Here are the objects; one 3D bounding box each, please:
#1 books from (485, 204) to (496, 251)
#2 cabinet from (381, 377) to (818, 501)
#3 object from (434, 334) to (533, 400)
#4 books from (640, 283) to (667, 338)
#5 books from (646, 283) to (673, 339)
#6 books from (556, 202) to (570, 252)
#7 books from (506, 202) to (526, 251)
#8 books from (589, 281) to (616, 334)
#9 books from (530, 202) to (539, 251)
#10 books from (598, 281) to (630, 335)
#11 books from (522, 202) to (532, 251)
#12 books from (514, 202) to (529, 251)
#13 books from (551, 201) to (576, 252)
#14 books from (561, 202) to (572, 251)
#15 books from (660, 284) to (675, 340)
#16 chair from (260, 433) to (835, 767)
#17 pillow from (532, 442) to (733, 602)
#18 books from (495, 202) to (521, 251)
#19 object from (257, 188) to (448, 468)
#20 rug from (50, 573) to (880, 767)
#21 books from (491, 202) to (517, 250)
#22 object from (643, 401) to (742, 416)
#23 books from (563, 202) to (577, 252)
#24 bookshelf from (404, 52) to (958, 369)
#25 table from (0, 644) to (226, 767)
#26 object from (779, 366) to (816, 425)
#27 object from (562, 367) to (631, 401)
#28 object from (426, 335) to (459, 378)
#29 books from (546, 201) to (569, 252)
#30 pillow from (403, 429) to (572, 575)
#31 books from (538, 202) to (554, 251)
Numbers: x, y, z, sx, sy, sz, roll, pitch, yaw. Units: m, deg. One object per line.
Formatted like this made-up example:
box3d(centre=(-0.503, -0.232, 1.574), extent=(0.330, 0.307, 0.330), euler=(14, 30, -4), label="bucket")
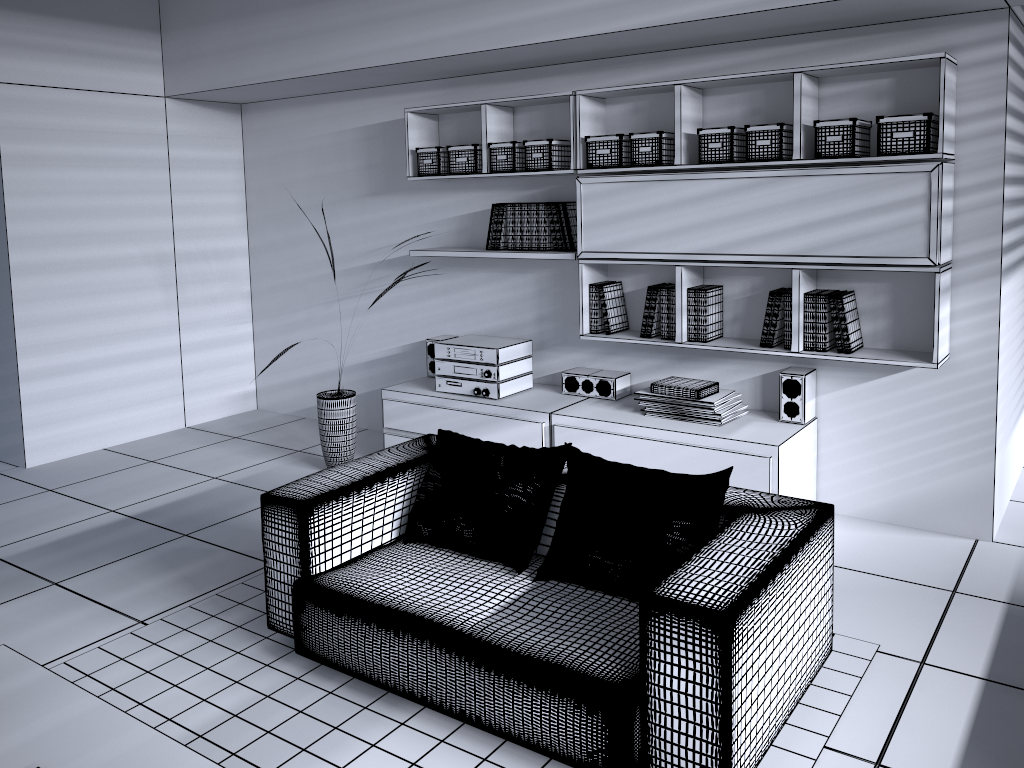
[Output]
box3d(centre=(-0.065, -0.880, 4.925), extent=(0.072, 0.255, 0.210), euler=(3, 9, 34), label="books")
box3d(centre=(0.345, 0.316, 4.572), extent=(2.279, 0.444, 0.580), euler=(7, 13, 35), label="cabinet")
box3d(centre=(-0.160, -0.101, 4.854), extent=(0.432, 0.266, 0.351), euler=(6, 12, 35), label="object")
box3d(centre=(0.716, -0.371, 4.419), extent=(0.075, 0.256, 0.210), euler=(3, 9, 35), label="books")
box3d(centre=(0.743, -0.368, 4.401), extent=(0.075, 0.256, 0.210), euler=(3, 9, 34), label="books")
box3d(centre=(0.317, -0.832, 4.656), extent=(0.072, 0.255, 0.210), euler=(3, 9, 35), label="books")
box3d(centre=(0.047, -0.870, 4.856), extent=(0.050, 0.255, 0.210), euler=(3, 9, 35), label="books")
box3d(centre=(0.474, -0.402, 4.603), extent=(0.050, 0.255, 0.210), euler=(3, 9, 35), label="books")
box3d(centre=(0.175, -0.854, 4.767), extent=(0.050, 0.255, 0.210), euler=(3, 9, 35), label="books")
box3d(centre=(0.526, -0.395, 4.565), extent=(0.075, 0.256, 0.210), euler=(3, 9, 35), label="books")
box3d(centre=(0.128, -0.858, 4.792), extent=(0.050, 0.255, 0.210), euler=(3, 9, 35), label="books")
box3d(centre=(0.089, -0.864, 4.826), extent=(0.050, 0.255, 0.210), euler=(3, 9, 35), label="books")
box3d(centre=(0.293, -0.838, 4.678), extent=(0.075, 0.256, 0.210), euler=(3, 9, 35), label="books")
box3d(centre=(0.344, -0.835, 4.657), extent=(0.072, 0.255, 0.210), euler=(3, 9, 35), label="books")
box3d(centre=(0.799, -0.361, 4.365), extent=(0.050, 0.255, 0.210), euler=(3, 9, 35), label="books")
box3d(centre=(0.060, 0.634, 2.835), extent=(1.656, 0.544, 0.972), euler=(7, 13, 35), label="chair")
box3d(centre=(0.364, 0.436, 2.737), extent=(0.568, 0.393, 0.304), euler=(5, 10, 32), label="pillow")
box3d(centre=(-0.010, -0.876, 4.892), extent=(0.075, 0.256, 0.210), euler=(3, 9, 34), label="books")
box3d(centre=(-0.890, -0.313, 4.947), extent=(1.178, 1.565, 0.253), euler=(-5, 7, -23), label="object")
box3d(centre=(-0.205, 0.920, 2.836), extent=(2.241, 0.001, 1.821), euler=(7, 15, 35), label="rug")
box3d(centre=(-0.036, -0.879, 4.910), extent=(0.075, 0.256, 0.210), euler=(3, 9, 35), label="books")
box3d(centre=(0.869, 0.094, 4.243), extent=(0.417, 0.008, 0.289), euler=(7, 15, 36), label="object")
box3d(centre=(0.349, -0.828, 4.623), extent=(0.072, 0.255, 0.210), euler=(3, 9, 34), label="books")
box3d(centre=(0.629, -0.844, 4.410), extent=(2.829, 1.236, 0.330), euler=(6, 10, 35), label="bookshelf")
box3d(centre=(-1.013, 0.988, 1.701), extent=(1.205, 0.383, 0.658), euler=(7, 13, 35), label="table")
box3d(centre=(1.323, 0.052, 4.085), extent=(0.119, 0.228, 0.179), euler=(4, 10, 35), label="object")
box3d(centre=(0.447, -0.002, 4.706), extent=(0.330, 0.117, 0.179), euler=(7, 13, 35), label="object")
box3d(centre=(-0.418, -0.165, 5.307), extent=(0.119, 0.228, 0.179), euler=(4, 10, 35), label="object")
box3d(centre=(0.268, -0.841, 4.697), extent=(0.075, 0.256, 0.210), euler=(3, 9, 35), label="books")
box3d(centre=(-0.111, 0.399, 3.073), extent=(0.569, 0.384, 0.344), euler=(5, 11, 32), label="pillow")
box3d(centre=(0.216, -0.848, 4.735), extent=(0.050, 0.255, 0.210), euler=(3, 9, 35), label="books")
